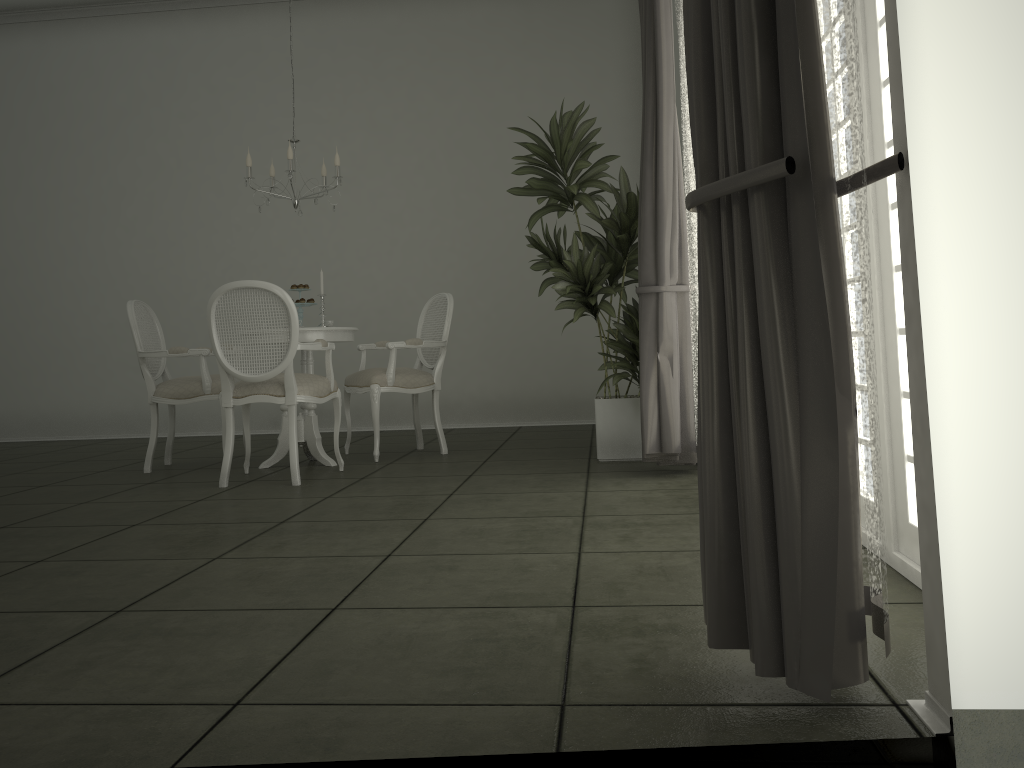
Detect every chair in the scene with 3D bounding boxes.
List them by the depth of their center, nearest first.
[{"bbox_3d":[-1.302,-0.010,4.794,0.595,1.069,0.688,-2,-2,6],"label":"chair"},{"bbox_3d":[-2.040,-0.010,5.562,0.690,1.069,0.593,-2,-2,-4],"label":"chair"},{"bbox_3d":[-0.725,-0.071,5.828,0.690,1.069,0.592,-1,-2,-29],"label":"chair"}]

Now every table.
[{"bbox_3d":[-1.307,0.081,5.445,0.740,0.834,0.738,-2,-1,3],"label":"table"}]

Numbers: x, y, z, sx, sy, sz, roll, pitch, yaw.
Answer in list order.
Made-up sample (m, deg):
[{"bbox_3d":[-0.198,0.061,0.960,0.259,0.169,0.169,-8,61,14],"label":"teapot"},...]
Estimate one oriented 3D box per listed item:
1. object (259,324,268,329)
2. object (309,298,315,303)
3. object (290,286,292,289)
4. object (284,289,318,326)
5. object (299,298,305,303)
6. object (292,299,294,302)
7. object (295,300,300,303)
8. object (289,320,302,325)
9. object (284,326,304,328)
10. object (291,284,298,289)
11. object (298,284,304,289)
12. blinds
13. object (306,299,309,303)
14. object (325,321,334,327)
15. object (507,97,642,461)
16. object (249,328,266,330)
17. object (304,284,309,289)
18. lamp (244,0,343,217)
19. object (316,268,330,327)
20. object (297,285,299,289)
[{"bbox_3d":[-1.573,-0.354,5.568,0.077,0.049,0.062,-2,0,16],"label":"object"},{"bbox_3d":[-1.238,-0.514,5.458,0.039,0.032,0.039,-2,0,-43],"label":"object"},{"bbox_3d":[-1.356,-0.599,5.474,0.039,0.032,0.039,-2,0,27],"label":"object"},{"bbox_3d":[-1.309,-0.461,5.462,0.210,0.250,0.211,-3,-1,38],"label":"object"},{"bbox_3d":[-1.281,-0.510,5.398,0.039,0.032,0.039,-2,0,27],"label":"object"},{"bbox_3d":[-1.354,-0.507,5.405,0.039,0.032,0.039,-2,0,-33],"label":"object"},{"bbox_3d":[-1.341,-0.512,5.532,0.039,0.032,0.039,-2,0,-33],"label":"object"},{"bbox_3d":[-1.292,-0.358,5.239,0.077,0.049,0.062,-2,0,38],"label":"object"},{"bbox_3d":[-1.297,-0.334,5.242,0.118,0.016,0.118,-2,2,-4],"label":"object"},{"bbox_3d":[-1.338,-0.598,5.437,0.039,0.032,0.039,-2,0,12],"label":"object"},{"bbox_3d":[-1.297,-0.599,5.433,0.039,0.032,0.039,-2,0,-38],"label":"object"},{"bbox_3d":[0.793,-0.803,3.096,0.660,2.612,3.655,-3,0,6],"label":"blinds"},{"bbox_3d":[-1.268,-0.515,5.525,0.039,0.032,0.039,-2,0,-33],"label":"object"},{"bbox_3d":[-1.176,-0.377,5.631,0.078,0.049,0.062,-2,0,-14],"label":"object"},{"bbox_3d":[0.597,-0.621,5.265,1.037,2.106,1.159,-3,-2,24],"label":"object"},{"bbox_3d":[-1.555,-0.331,5.416,0.118,0.016,0.118,-2,2,-4],"label":"object"},{"bbox_3d":[-1.273,-0.601,5.466,0.039,0.032,0.039,-2,0,27],"label":"object"},{"bbox_3d":[-1.405,-2.293,5.569,0.594,2.450,0.589,-1,-3,-17],"label":"lamp"},{"bbox_3d":[-1.148,-0.520,5.340,0.087,0.366,0.087,-1,-3,-17],"label":"object"},{"bbox_3d":[-1.331,-0.601,5.507,0.039,0.032,0.039,-2,0,37],"label":"object"}]
